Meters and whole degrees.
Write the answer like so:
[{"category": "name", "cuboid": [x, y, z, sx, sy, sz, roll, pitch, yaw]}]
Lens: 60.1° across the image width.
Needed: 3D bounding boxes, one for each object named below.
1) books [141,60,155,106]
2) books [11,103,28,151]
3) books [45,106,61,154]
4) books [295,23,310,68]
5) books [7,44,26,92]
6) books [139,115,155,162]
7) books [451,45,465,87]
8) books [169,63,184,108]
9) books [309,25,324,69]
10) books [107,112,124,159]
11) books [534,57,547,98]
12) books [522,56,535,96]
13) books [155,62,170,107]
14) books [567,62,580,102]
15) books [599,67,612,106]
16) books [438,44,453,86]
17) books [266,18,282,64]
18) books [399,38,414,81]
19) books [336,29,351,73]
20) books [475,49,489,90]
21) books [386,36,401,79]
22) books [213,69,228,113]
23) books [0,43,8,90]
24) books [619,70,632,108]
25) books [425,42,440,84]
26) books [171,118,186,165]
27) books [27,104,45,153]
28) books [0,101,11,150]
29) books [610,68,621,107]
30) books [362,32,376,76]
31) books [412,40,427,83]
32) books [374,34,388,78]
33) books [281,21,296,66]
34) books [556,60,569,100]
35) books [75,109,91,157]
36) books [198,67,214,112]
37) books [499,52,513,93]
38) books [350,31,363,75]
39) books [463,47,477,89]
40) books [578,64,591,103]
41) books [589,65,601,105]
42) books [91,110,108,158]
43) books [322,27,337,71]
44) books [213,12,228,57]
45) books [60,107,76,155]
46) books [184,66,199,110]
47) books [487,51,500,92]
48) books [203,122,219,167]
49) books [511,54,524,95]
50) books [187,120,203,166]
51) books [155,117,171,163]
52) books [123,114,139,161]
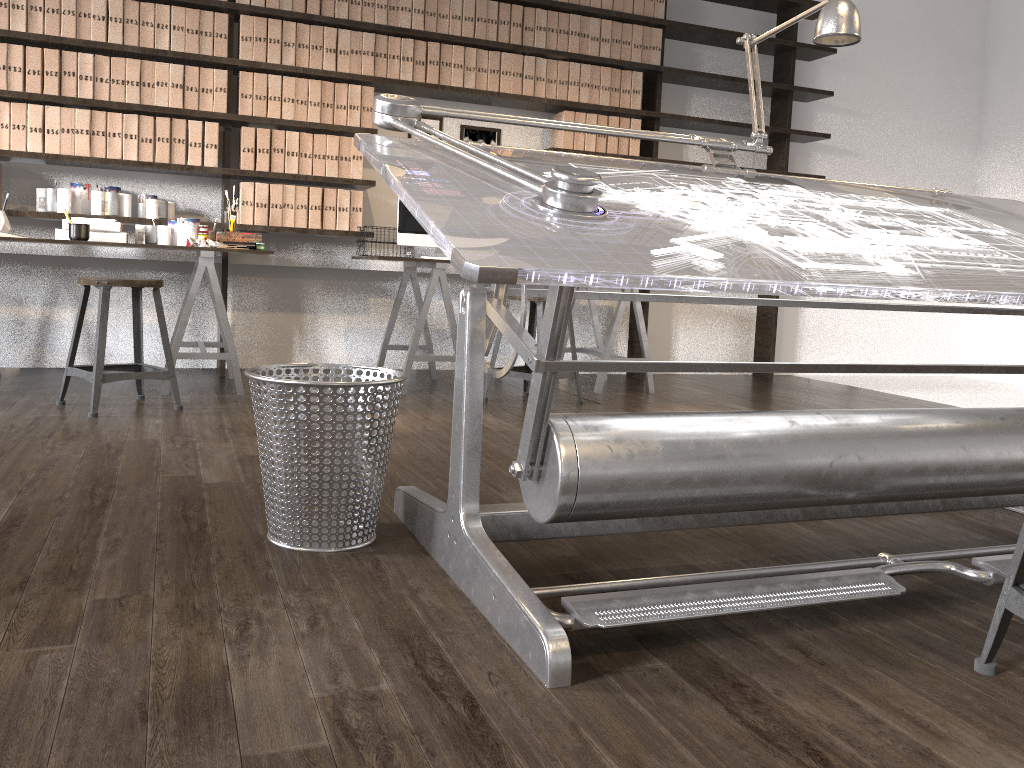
[{"category": "books", "cuboid": [-1.807, -1.475, 4.404, 0.066, 0.224, 0.175, 1, 6, -21]}, {"category": "books", "cuboid": [-2.339, -1.213, 4.223, 0.066, 0.225, 0.175, 1, 6, -21]}, {"category": "books", "cuboid": [-2.205, -1.213, 4.272, 0.066, 0.224, 0.175, 1, 6, -21]}, {"category": "books", "cuboid": [-1.110, -1.757, 4.650, 0.066, 0.225, 0.175, 1, 6, -21]}, {"category": "books", "cuboid": [-2.340, -1.474, 4.197, 0.066, 0.224, 0.175, 1, 6, -21]}, {"category": "books", "cuboid": [-1.824, -1.213, 4.424, 0.066, 0.225, 0.175, 1, 6, -21]}, {"category": "books", "cuboid": [-0.327, -1.756, 4.946, 0.066, 0.225, 0.175, 1, 6, -21]}, {"category": "books", "cuboid": [-1.685, -1.474, 4.448, 0.067, 0.225, 0.175, 1, 6, -21]}, {"category": "books", "cuboid": [-1.044, -1.756, 4.674, 0.066, 0.225, 0.175, 1, 6, -21]}, {"category": "books", "cuboid": [-1.956, -1.213, 4.372, 0.066, 0.225, 0.175, 1, 6, -21]}, {"category": "books", "cuboid": [0.133, -1.757, 5.128, 0.066, 0.225, 0.175, 1, 6, -21]}, {"category": "books", "cuboid": [0.067, -1.756, 5.099, 0.066, 0.225, 0.175, 1, 6, -21]}, {"category": "books", "cuboid": [-1.747, -1.474, 4.425, 0.066, 0.224, 0.175, 1, 6, -21]}, {"category": "books", "cuboid": [0.329, -1.757, 5.202, 0.067, 0.225, 0.175, 1, 6, -21]}, {"category": "books", "cuboid": [0.518, -1.756, 5.274, 0.067, 0.225, 0.175, 1, 6, -21]}, {"category": "books", "cuboid": [-0.390, -1.757, 4.929, 0.066, 0.224, 0.175, 1, 6, -21]}, {"category": "books", "cuboid": [-1.240, -1.755, 4.592, 0.066, 0.225, 0.175, 1, 6, -21]}, {"category": "books", "cuboid": [-0.594, -1.756, 4.845, 0.066, 0.225, 0.175, 1, 6, -21]}, {"category": "books", "cuboid": [-0.910, -1.756, 4.724, 0.066, 0.224, 0.175, 1, 6, -21]}, {"category": "books", "cuboid": [-0.197, -1.757, 5.004, 0.066, 0.225, 0.175, 1, 6, -21]}, {"category": "books", "cuboid": [-0.662, -1.757, 4.823, 0.066, 0.225, 0.175, 1, 6, -21]}, {"category": "books", "cuboid": [-1.493, -1.474, 4.521, 0.067, 0.225, 0.175, 1, 6, -21]}, {"category": "books", "cuboid": [-2.397, -1.474, 4.170, 0.067, 0.225, 0.175, 1, 6, -21]}, {"category": "books", "cuboid": [0.645, -1.757, 5.329, 0.066, 0.225, 0.175, 1, 6, -21]}, {"category": "books", "cuboid": [-0.458, -1.756, 4.897, 0.067, 0.225, 0.175, 1, 6, -21]}, {"category": "books", "cuboid": [-1.685, -1.213, 4.477, 0.066, 0.224, 0.175, 1, 6, -21]}, {"category": "books", "cuboid": [-2.272, -1.212, 4.244, 0.067, 0.225, 0.175, 1, 6, -21]}, {"category": "books", "cuboid": [-2.404, -1.213, 4.199, 0.066, 0.225, 0.175, 1, 6, -21]}, {"category": "books", "cuboid": [0.579, -1.757, 5.304, 0.066, 0.225, 0.175, 1, 6, -21]}, {"category": "books", "cuboid": [-0.788, -1.756, 4.768, 0.067, 0.225, 0.175, 1, 6, -21]}, {"category": "books", "cuboid": [-0.529, -1.757, 4.875, 0.066, 0.225, 0.175, 1, 6, -21]}, {"category": "books", "cuboid": [-0.728, -1.757, 4.797, 0.066, 0.225, 0.175, 1, 6, -21]}, {"category": "books", "cuboid": [-1.174, -1.756, 4.622, 0.066, 0.225, 0.175, 1, 6, -21]}, {"category": "books", "cuboid": [0.263, -1.757, 5.180, 0.066, 0.225, 0.175, 1, 6, -21]}, {"category": "books", "cuboid": [-2.083, -1.212, 4.316, 0.067, 0.225, 0.175, 1, 6, -21]}, {"category": "books", "cuboid": [-1.556, -1.475, 4.504, 0.066, 0.225, 0.175, 1, 6, -21]}, {"category": "books", "cuboid": [-0.061, -1.757, 5.054, 0.066, 0.224, 0.175, 1, 6, -21]}, {"category": "books", "cuboid": [-0.852, -1.756, 4.748, 0.066, 0.224, 0.175, 1, 6, -21]}, {"category": "books", "cuboid": [-0.260, -1.756, 4.975, 0.066, 0.225, 0.175, 1, 6, -21]}, {"category": "books", "cuboid": [0.396, -1.757, 5.230, 0.066, 0.224, 0.175, 1, 6, -21]}, {"category": "books", "cuboid": [0.454, -1.757, 5.254, 0.066, 0.224, 0.175, 1, 6, -21]}, {"category": "books", "cuboid": [-2.022, -1.213, 4.346, 0.066, 0.225, 0.175, 1, 6, -21]}, {"category": "books", "cuboid": [-0.977, -1.756, 4.696, 0.067, 0.225, 0.175, 1, 6, -21]}, {"category": "books", "cuboid": [-1.484, -1.750, 4.504, 0.066, 0.225, 0.175, 1, 6, -21]}, {"category": "books", "cuboid": [-2.147, -1.213, 4.297, 0.066, 0.224, 0.175, 1, 6, -21]}, {"category": "books", "cuboid": [-1.621, -1.475, 4.477, 0.066, 0.225, 0.175, 1, 6, -21]}, {"category": "books", "cuboid": [-0.131, -1.757, 5.028, 0.066, 0.225, 0.175, 1, 6, -21]}, {"category": "books", "cuboid": [-1.540, -1.213, 4.530, 0.066, 0.224, 0.175, 1, 6, -21]}, {"category": "books", "cuboid": [0.000, -1.756, 5.072, 0.067, 0.225, 0.175, 1, 6, -21]}, {"category": "books", "cuboid": [-1.613, -1.213, 4.500, 0.067, 0.225, 0.175, 1, 6, -21]}, {"category": "books", "cuboid": [-1.752, -1.213, 4.446, 0.067, 0.225, 0.175, 1, 6, -21]}, {"category": "books", "cuboid": [-1.888, -1.213, 4.394, 0.066, 0.225, 0.175, 1, 6, -21]}]
